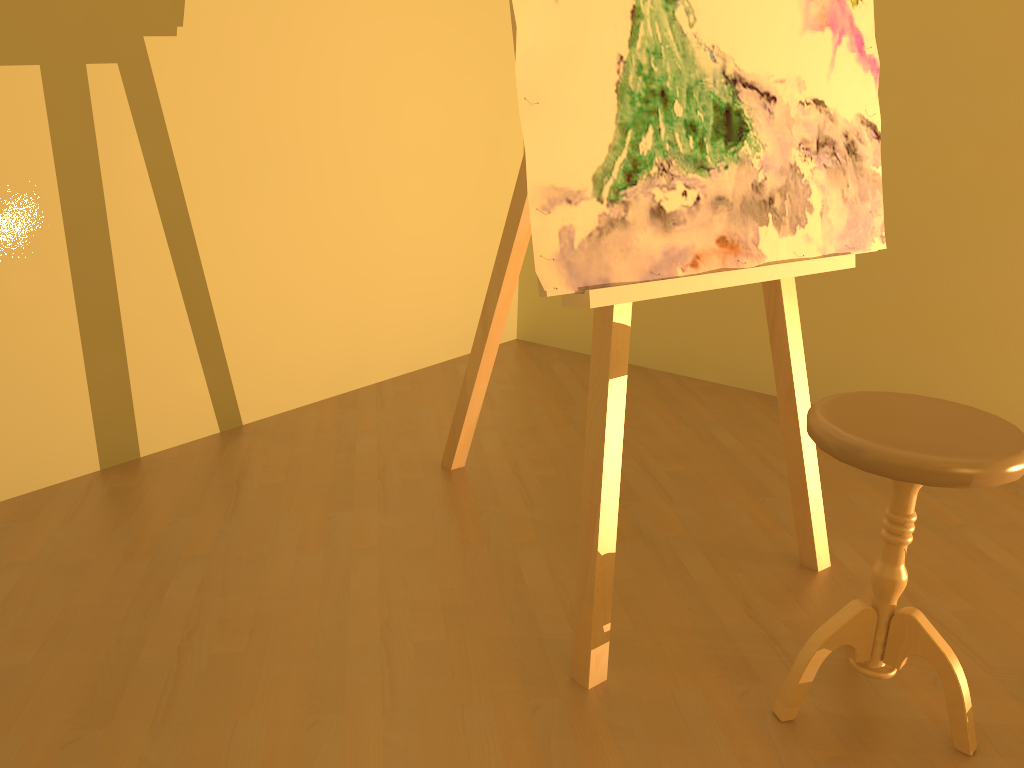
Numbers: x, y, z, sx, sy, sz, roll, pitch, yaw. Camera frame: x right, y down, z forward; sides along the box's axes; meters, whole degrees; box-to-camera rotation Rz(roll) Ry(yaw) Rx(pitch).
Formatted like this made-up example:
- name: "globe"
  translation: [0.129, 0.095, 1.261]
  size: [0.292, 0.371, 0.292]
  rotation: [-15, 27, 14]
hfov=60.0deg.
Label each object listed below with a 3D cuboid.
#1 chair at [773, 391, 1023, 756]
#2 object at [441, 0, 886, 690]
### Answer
- name: "chair"
  translation: [0.668, 0.326, 1.549]
  size: [0.348, 0.551, 0.364]
  rotation: [-14, 24, -40]
- name: "object"
  translation: [0.201, -0.415, 1.799]
  size: [1.132, 1.896, 0.972]
  rotation: [8, 19, 17]
